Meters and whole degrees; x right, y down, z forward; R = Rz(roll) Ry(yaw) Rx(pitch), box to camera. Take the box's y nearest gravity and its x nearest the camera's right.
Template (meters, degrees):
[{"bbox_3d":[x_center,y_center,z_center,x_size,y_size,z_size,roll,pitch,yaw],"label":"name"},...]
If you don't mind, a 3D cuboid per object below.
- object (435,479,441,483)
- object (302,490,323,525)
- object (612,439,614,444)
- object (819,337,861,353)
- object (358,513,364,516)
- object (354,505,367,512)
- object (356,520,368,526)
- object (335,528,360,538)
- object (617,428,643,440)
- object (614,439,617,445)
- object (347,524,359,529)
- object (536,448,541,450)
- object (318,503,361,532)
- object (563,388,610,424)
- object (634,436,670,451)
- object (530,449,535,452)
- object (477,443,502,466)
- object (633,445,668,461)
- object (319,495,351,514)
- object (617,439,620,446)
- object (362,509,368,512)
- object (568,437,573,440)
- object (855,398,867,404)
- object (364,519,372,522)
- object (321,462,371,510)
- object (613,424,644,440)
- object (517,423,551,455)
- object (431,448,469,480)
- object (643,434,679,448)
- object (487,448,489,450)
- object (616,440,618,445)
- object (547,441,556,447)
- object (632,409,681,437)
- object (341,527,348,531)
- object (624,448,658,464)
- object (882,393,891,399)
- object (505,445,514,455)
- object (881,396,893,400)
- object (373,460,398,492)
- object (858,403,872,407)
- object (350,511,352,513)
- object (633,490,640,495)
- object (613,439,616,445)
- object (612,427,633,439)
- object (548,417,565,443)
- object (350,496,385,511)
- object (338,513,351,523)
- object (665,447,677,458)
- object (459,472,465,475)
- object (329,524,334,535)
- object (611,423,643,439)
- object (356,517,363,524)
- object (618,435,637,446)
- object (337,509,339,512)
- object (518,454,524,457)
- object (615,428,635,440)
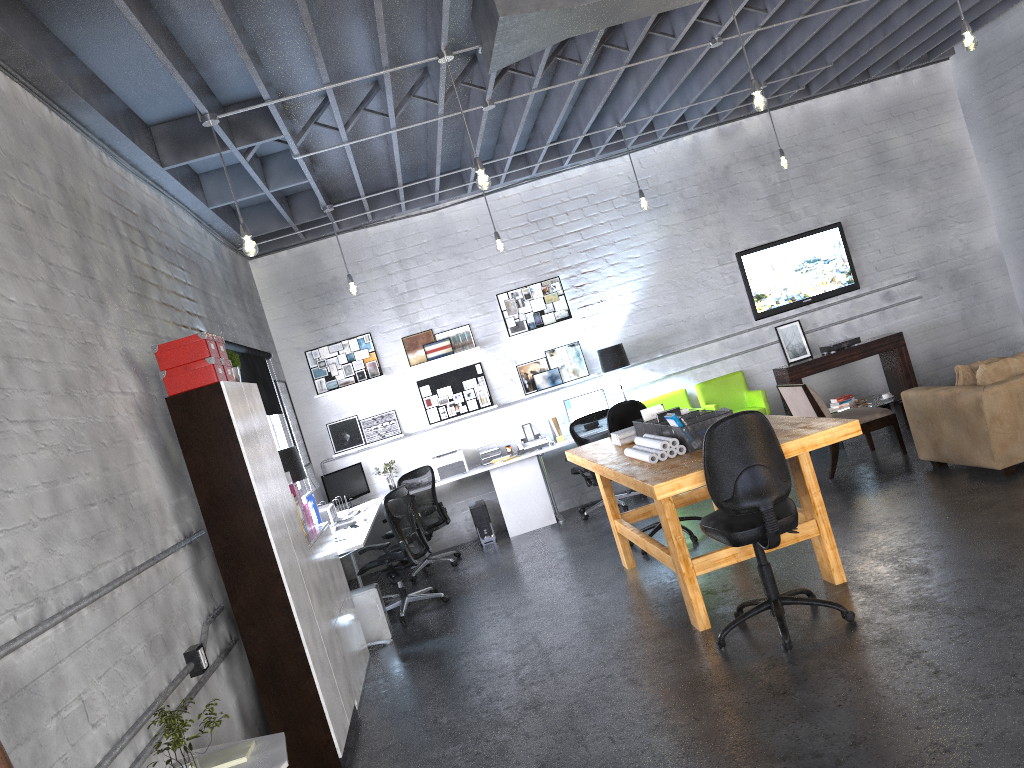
[{"bbox_3d":[-0.821,1.034,9.393,0.102,0.021,0.131,-17,1,-25],"label":"object"},{"bbox_3d":[-1.676,1.119,7.291,0.212,0.417,0.465,-17,1,-5],"label":"object"},{"bbox_3d":[0.993,0.348,6.588,0.519,0.047,0.047,-17,1,-5],"label":"object"},{"bbox_3d":[3.727,-0.436,10.070,0.370,0.082,0.266,-17,1,-5],"label":"object"},{"bbox_3d":[-1.435,1.240,8.433,0.086,0.006,0.006,-18,1,-40],"label":"object"},{"bbox_3d":[-1.519,1.240,8.858,0.130,0.049,0.130,-17,1,12],"label":"object"},{"bbox_3d":[-1.309,1.211,7.673,0.119,0.016,0.119,-17,1,12],"label":"object"},{"bbox_3d":[-1.358,1.226,7.285,0.180,0.028,0.422,-17,1,-15],"label":"object"},{"bbox_3d":[1.003,0.306,6.370,0.519,0.047,0.046,-17,1,-7],"label":"object"},{"bbox_3d":[1.002,0.347,6.495,0.519,0.047,0.047,-17,1,-5],"label":"object"},{"bbox_3d":[-1.364,1.219,7.580,0.114,0.036,0.058,-17,1,-15],"label":"object"},{"bbox_3d":[0.291,0.695,9.467,0.076,0.016,0.017,-16,1,45],"label":"object"},{"bbox_3d":[-1.603,1.186,7.913,0.485,0.230,0.420,-17,1,-5],"label":"object"},{"bbox_3d":[0.841,0.312,9.805,0.465,0.417,0.212,-17,2,0],"label":"object"},{"bbox_3d":[0.849,0.362,5.413,0.057,0.057,0.635,-17,1,-5],"label":"object"},{"bbox_3d":[0.217,0.718,9.509,0.011,0.011,0.125,-16,1,33],"label":"object"},{"bbox_3d":[-0.242,0.769,9.714,0.229,0.181,0.316,-17,1,-5],"label":"object"},{"bbox_3d":[0.836,0.418,5.412,0.058,0.057,0.635,-17,1,-5],"label":"object"},{"bbox_3d":[-1.762,1.237,8.666,0.324,0.208,0.233,-17,1,-5],"label":"object"},{"bbox_3d":[1.011,0.345,6.403,0.519,0.047,0.047,-17,1,-5],"label":"object"},{"bbox_3d":[-1.452,1.238,8.670,0.058,0.020,0.071,-18,1,-41],"label":"object"},{"bbox_3d":[0.818,0.527,9.514,0.421,0.028,0.181,-17,1,-10],"label":"object"},{"bbox_3d":[3.628,0.172,9.261,0.151,0.040,0.151,-17,1,12],"label":"object"},{"bbox_3d":[-1.258,1.190,7.752,0.025,0.021,0.119,-17,1,21],"label":"object"},{"bbox_3d":[-1.765,1.110,9.430,0.147,0.427,0.558,-16,1,31],"label":"object"},{"bbox_3d":[0.993,0.308,6.471,0.519,0.047,0.046,-17,1,-5],"label":"object"},{"bbox_3d":[0.196,0.582,9.750,0.405,0.280,0.399,-17,1,-5],"label":"object"},{"bbox_3d":[-0.677,0.874,9.677,0.350,0.235,0.351,-17,1,-5],"label":"object"},{"bbox_3d":[0.904,0.345,5.418,0.057,0.057,0.635,-17,1,-5],"label":"object"},{"bbox_3d":[-0.262,0.715,9.730,0.011,0.010,0.126,-17,1,4],"label":"object"},{"bbox_3d":[1.007,0.346,6.449,0.519,0.047,0.047,-17,1,-5],"label":"object"},{"bbox_3d":[0.420,0.637,9.494,0.095,0.050,0.095,-18,1,-37],"label":"object"},{"bbox_3d":[1.040,0.293,6.173,0.316,0.156,0.306,-17,1,-5],"label":"object"},{"bbox_3d":[-1.437,1.250,7.652,0.076,0.016,0.017,-17,1,-15],"label":"object"},{"bbox_3d":[0.782,0.434,5.407,0.057,0.058,0.635,-17,1,-5],"label":"object"},{"bbox_3d":[3.771,0.120,8.927,0.077,0.052,0.080,-16,1,43],"label":"object"},{"bbox_3d":[-0.030,0.732,9.776,0.093,0.116,0.067,-17,1,-5],"label":"object"},{"bbox_3d":[3.777,0.143,8.926,0.131,0.016,0.131,-17,1,1],"label":"object"},{"bbox_3d":[-1.340,1.011,9.647,0.271,0.363,0.296,-16,2,40],"label":"object"},{"bbox_3d":[3.541,0.208,8.898,0.137,0.031,0.137,-17,1,21],"label":"object"},{"bbox_3d":[-1.645,1.297,8.978,0.048,0.012,0.111,-17,1,-25],"label":"object"},{"bbox_3d":[1.385,0.972,9.680,0.180,0.411,0.476,-17,1,-5],"label":"object"},{"bbox_3d":[0.998,0.347,6.541,0.519,0.047,0.047,-17,1,-5],"label":"object"},{"bbox_3d":[0.988,0.309,6.517,0.519,0.047,0.046,-17,1,-5],"label":"object"},{"bbox_3d":[0.488,0.503,9.772,0.087,0.259,0.236,-17,1,-5],"label":"object"},{"bbox_3d":[-1.480,1.235,9.196,0.181,0.028,0.421,-16,1,45],"label":"object"},{"bbox_3d":[-1.715,1.301,8.329,0.392,0.064,0.259,-17,1,-5],"label":"object"},{"bbox_3d":[0.890,0.401,5.417,0.057,0.058,0.635,-17,1,-5],"label":"object"},{"bbox_3d":[-0.526,0.947,9.383,0.075,0.016,0.017,-17,1,20],"label":"object"},{"bbox_3d":[-1.596,1.261,7.595,0.082,0.090,0.089,-17,1,20],"label":"object"},{"bbox_3d":[0.984,0.309,6.564,0.519,0.047,0.046,-17,1,-5],"label":"object"},{"bbox_3d":[-1.310,1.186,7.677,0.077,0.049,0.062,-18,1,-35],"label":"object"},{"bbox_3d":[1.016,0.344,6.356,0.519,0.047,0.047,-17,1,-5],"label":"object"},{"bbox_3d":[-1.831,1.287,8.996,0.156,0.141,0.088,-17,1,10],"label":"object"},{"bbox_3d":[0.100,0.759,9.429,0.008,0.007,0.141,-16,1,29],"label":"object"},{"bbox_3d":[0.997,0.307,6.425,0.519,0.047,0.046,-17,1,-5],"label":"object"}]
